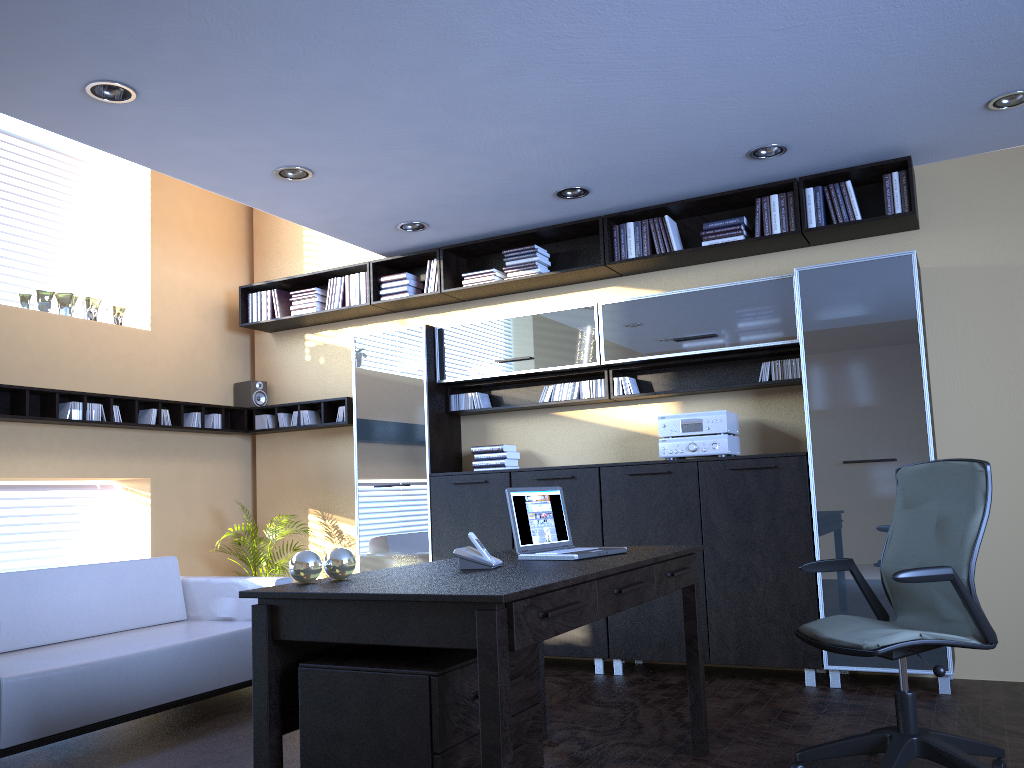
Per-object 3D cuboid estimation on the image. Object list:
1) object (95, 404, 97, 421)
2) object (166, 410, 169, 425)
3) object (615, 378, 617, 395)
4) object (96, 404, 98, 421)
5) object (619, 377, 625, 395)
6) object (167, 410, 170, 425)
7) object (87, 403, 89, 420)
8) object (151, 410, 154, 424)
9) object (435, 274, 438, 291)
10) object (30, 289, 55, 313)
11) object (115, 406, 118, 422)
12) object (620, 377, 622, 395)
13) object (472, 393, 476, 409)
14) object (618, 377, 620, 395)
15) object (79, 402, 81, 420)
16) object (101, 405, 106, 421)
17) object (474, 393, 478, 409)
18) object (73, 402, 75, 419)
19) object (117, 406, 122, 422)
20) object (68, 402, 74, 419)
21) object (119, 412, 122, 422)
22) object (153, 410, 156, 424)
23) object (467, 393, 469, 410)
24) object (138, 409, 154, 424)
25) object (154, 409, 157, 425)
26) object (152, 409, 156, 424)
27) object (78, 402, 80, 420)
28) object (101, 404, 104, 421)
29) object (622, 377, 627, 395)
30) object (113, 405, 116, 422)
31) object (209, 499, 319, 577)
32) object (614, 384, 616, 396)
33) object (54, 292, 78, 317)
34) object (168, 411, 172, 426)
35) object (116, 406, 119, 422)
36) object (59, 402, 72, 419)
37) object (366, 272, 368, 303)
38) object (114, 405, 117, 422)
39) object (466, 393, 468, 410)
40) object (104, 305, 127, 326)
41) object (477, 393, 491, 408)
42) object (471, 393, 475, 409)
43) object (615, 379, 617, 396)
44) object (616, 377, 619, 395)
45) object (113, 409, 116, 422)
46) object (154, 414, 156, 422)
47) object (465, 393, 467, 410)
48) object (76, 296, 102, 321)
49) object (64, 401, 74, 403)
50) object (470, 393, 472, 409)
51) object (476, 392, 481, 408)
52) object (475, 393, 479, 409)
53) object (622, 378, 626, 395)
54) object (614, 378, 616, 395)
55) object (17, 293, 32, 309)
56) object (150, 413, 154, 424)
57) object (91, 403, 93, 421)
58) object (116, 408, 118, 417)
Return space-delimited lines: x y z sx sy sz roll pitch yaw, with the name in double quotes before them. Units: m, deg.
"object" -2.960 0.203 6.205 0.142 0.120 0.009 -6 -7 27
"object" -2.673 0.262 6.756 0.142 0.119 0.030 -6 -7 27
"object" 0.731 0.024 6.002 0.006 0.118 0.140 -5 -7 27
"object" -2.955 0.204 6.214 0.142 0.120 0.009 -6 -7 27
"object" 0.759 0.021 5.992 0.009 0.120 0.142 -5 -7 27
"object" -2.668 0.262 6.755 0.140 0.117 0.026 -6 -7 27
"object" -2.990 0.198 6.150 0.142 0.120 0.009 -6 -7 27
"object" -2.738 0.249 6.635 0.140 0.117 0.026 -6 -7 27
"object" -0.503 -0.790 6.632 0.075 0.259 0.208 -5 -7 27
"object" -3.266 -0.563 6.169 0.133 0.159 0.126 3 -9 -42
"object" -2.883 0.220 6.355 0.142 0.119 0.030 -6 -7 27
"object" 0.759 0.021 5.990 0.006 0.118 0.140 -5 -7 27
"object" -0.242 0.129 6.503 0.026 0.117 0.140 -5 -7 27
"object" 0.750 0.022 5.996 0.009 0.120 0.142 -5 -7 27
"object" -3.017 0.193 6.103 0.142 0.120 0.009 -6 -7 27
"object" -2.932 0.211 6.263 0.142 0.118 0.040 -6 -7 27
"object" -0.233 0.128 6.500 0.030 0.119 0.142 -5 -7 27
"object" -3.037 0.188 6.055 0.142 0.120 0.009 -6 -7 27
"object" -2.871 0.223 6.377 0.142 0.118 0.040 -6 -7 27
"object" -3.042 0.187 6.046 0.142 0.120 0.009 -6 -7 27
"object" -2.870 0.223 6.377 0.140 0.115 0.036 -6 -7 27
"object" -2.731 0.252 6.654 0.140 0.117 0.026 -6 -7 27
"object" -0.287 0.133 6.527 0.009 0.120 0.142 -5 -7 27
"object" -2.742 0.249 6.621 0.142 0.118 0.040 -6 -7 27
"object" -2.727 0.253 6.665 0.142 0.119 0.030 -6 -7 27
"object" -2.733 0.251 6.645 0.142 0.119 0.030 -6 -7 27
"object" -3.025 0.192 6.095 0.142 0.120 0.009 -6 -7 27
"object" -2.934 0.211 6.264 0.142 0.122 0.041 -6 -7 27
"object" 0.786 0.019 5.976 0.030 0.119 0.142 -5 -7 27
"object" -2.888 0.217 6.335 0.140 0.117 0.026 -6 -7 27
"object" -1.899 1.482 6.865 0.841 1.237 0.691 1 -7 -29
"object" 0.722 0.025 6.009 0.009 0.120 0.142 -5 -7 27
"object" -3.186 -0.553 6.330 0.137 0.173 0.145 -1 -7 -12
"object" -2.666 0.265 6.770 0.142 0.118 0.040 -6 -7 27
"object" -2.879 0.221 6.365 0.140 0.117 0.026 -6 -7 27
"object" -3.054 0.186 6.025 0.142 0.118 0.040 -6 -7 27
"object" -1.057 -0.731 6.912 0.050 0.258 0.208 -5 -7 27
"object" -2.885 0.219 6.345 0.142 0.119 0.030 -6 -7 27
"object" -0.296 0.134 6.532 0.009 0.120 0.142 -5 -7 27
"object" -2.995 -0.503 6.687 0.118 0.149 0.124 -6 -7 27
"object" -0.201 0.125 6.483 0.040 0.118 0.142 -5 -7 27
"object" -0.259 0.131 6.516 0.009 0.120 0.142 -5 -7 27
"object" 0.732 0.024 6.005 0.009 0.120 0.142 -5 -7 27
"object" 0.739 0.023 5.996 0.009 0.120 0.142 -5 -7 27
"object" -2.890 0.218 6.336 0.142 0.119 0.030 -6 -7 27
"object" -2.732 0.252 6.656 0.142 0.119 0.030 -6 -7 27
"object" -0.304 0.135 6.539 0.009 0.120 0.142 -5 -7 27
"object" -3.101 -0.536 6.487 0.137 0.173 0.145 -4 -7 17
"object" -3.040 0.187 6.046 0.142 0.124 0.009 -6 -7 27
"object" -0.270 0.131 6.518 0.009 0.120 0.142 -5 -7 27
"object" -0.216 0.126 6.488 0.030 0.119 0.142 -5 -7 27
"object" -0.222 0.127 6.498 0.030 0.119 0.142 -5 -7 27
"object" 0.778 0.020 5.983 0.026 0.117 0.140 -5 -7 27
"object" 0.721 0.025 6.004 0.006 0.118 0.140 -5 -7 27
"object" -3.326 -0.552 6.051 0.089 0.113 0.095 1 -7 -27
"object" -2.740 0.250 6.636 0.142 0.119 0.030 -6 -7 27
"object" -2.972 0.200 6.176 0.142 0.120 0.009 -6 -7 27
"object" -2.882 0.221 6.366 0.142 0.119 0.030 -6 -7 27
